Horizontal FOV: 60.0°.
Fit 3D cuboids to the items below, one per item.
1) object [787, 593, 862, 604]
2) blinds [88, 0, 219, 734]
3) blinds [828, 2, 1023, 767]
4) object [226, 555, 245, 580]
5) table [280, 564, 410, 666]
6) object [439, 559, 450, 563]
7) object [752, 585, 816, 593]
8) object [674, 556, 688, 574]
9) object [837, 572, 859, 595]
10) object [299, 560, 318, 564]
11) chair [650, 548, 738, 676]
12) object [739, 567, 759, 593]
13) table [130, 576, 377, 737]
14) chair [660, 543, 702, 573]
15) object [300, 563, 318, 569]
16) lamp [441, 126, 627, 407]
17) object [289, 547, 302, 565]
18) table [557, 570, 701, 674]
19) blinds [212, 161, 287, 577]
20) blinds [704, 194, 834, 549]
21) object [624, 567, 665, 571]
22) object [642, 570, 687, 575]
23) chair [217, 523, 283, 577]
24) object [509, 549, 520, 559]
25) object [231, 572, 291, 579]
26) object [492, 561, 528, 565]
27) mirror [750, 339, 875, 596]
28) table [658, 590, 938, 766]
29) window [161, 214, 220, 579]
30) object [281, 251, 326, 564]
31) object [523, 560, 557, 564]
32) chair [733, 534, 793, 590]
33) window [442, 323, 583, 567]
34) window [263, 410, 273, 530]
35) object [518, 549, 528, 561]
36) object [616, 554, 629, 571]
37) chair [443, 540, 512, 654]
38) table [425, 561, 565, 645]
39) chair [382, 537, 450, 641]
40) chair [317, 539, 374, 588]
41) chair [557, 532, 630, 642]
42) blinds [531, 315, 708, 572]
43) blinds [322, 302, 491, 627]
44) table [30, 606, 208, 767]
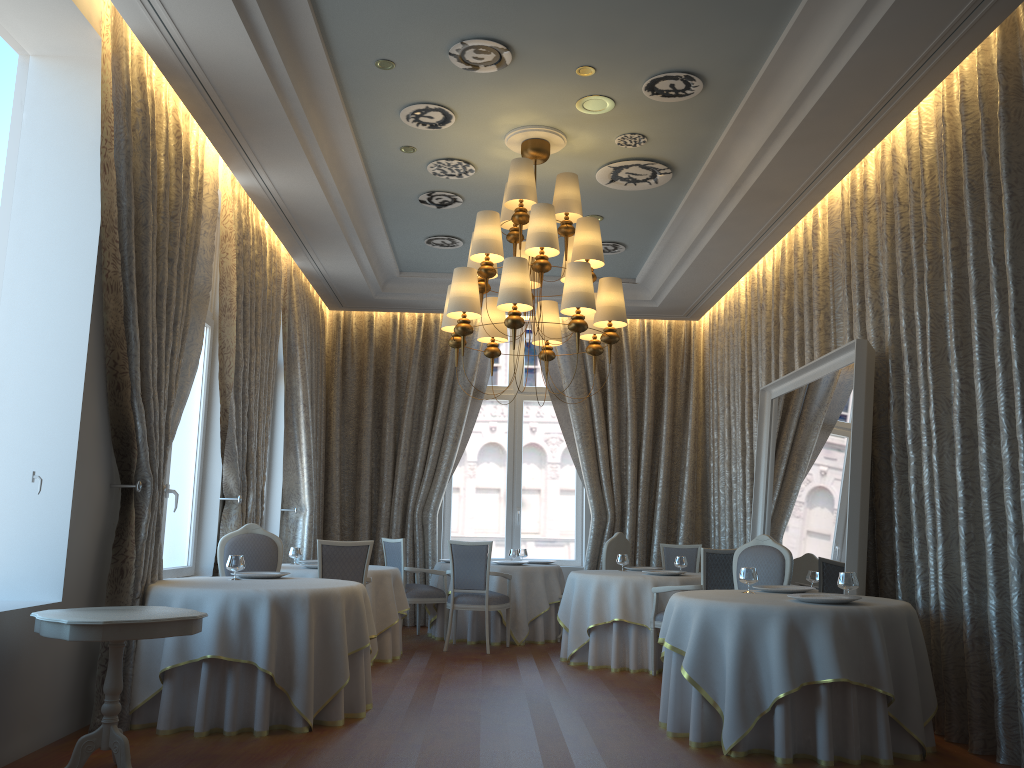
[{"bbox_3d":[1.848,1.271,5.250,0.419,0.036,0.419,2,-9,-3],"label":"object"},{"bbox_3d":[-2.375,-0.257,5.926,0.315,4.930,2.204,2,-9,-2],"label":"blinds"},{"bbox_3d":[2.774,-0.268,5.277,0.238,4.819,4.439,1,-9,-1],"label":"blinds"},{"bbox_3d":[-1.912,1.270,6.133,0.128,0.165,0.128,5,-10,-19],"label":"object"},{"bbox_3d":[-1.828,2.210,8.558,1.667,0.890,1.663,3,-10,-8],"label":"table"},{"bbox_3d":[-0.638,2.057,10.309,0.419,0.036,0.419,2,-9,-3],"label":"object"},{"bbox_3d":[1.872,1.415,6.110,0.419,0.036,0.419,2,-9,-3],"label":"object"},{"bbox_3d":[1.639,1.758,8.600,0.128,0.165,0.128,2,-9,-2],"label":"object"},{"bbox_3d":[2.085,1.253,5.498,0.128,0.165,0.128,2,-9,-2],"label":"object"},{"bbox_3d":[-1.973,1.822,9.070,0.419,0.036,0.419,2,-9,-3],"label":"object"},{"bbox_3d":[1.633,1.980,7.711,0.650,1.108,0.629,7,-11,-31],"label":"chair"},{"bbox_3d":[1.587,1.316,5.946,0.128,0.165,0.128,-4,-11,28],"label":"object"},{"bbox_3d":[-1.751,1.780,5.956,1.663,0.890,1.667,3,-10,-13],"label":"table"},{"bbox_3d":[1.844,2.339,9.843,0.650,1.108,0.629,-2,-10,18],"label":"chair"},{"bbox_3d":[-1.740,1.679,8.179,0.419,0.036,0.419,2,-9,-3],"label":"object"},{"bbox_3d":[0.168,-0.926,6.946,1.373,2.121,1.373,-5,-12,35],"label":"lamp"},{"bbox_3d":[-2.159,1.714,8.839,0.128,0.165,0.128,2,-9,-2],"label":"object"},{"bbox_3d":[1.292,2.290,8.628,1.663,0.890,1.667,-1,-10,12],"label":"table"},{"bbox_3d":[-2.431,0.145,8.352,0.335,4.969,2.257,2,-9,-1],"label":"blinds"},{"bbox_3d":[2.634,0.445,9.589,0.238,4.819,4.439,1,-9,-1],"label":"blinds"},{"bbox_3d":[1.368,1.906,9.137,0.419,0.036,0.419,2,-9,-3],"label":"object"},{"bbox_3d":[1.432,1.774,8.331,0.419,0.036,0.419,2,-9,-3],"label":"object"},{"bbox_3d":[-1.973,1.690,6.786,0.563,1.233,0.690,6,-11,-26],"label":"chair"},{"bbox_3d":[0.024,2.016,10.369,0.128,0.165,0.128,2,-9,-2],"label":"object"},{"bbox_3d":[-1.822,1.387,6.433,0.419,0.036,0.419,2,-9,-3],"label":"object"},{"bbox_3d":[-0.020,2.025,10.038,0.419,0.036,0.419,2,-9,-3],"label":"object"},{"bbox_3d":[2.367,1.123,7.234,0.385,2.564,2.251,2,-9,-2],"label":"mirror"},{"bbox_3d":[1.768,1.800,5.615,1.663,0.890,1.667,3,-10,-13],"label":"table"},{"bbox_3d":[-2.680,-0.099,7.120,0.259,3.306,1.882,2,-9,-2],"label":"window"},{"bbox_3d":[-2.440,0.549,10.504,0.386,4.901,2.121,2,-9,-2],"label":"object"},{"bbox_3d":[0.325,2.113,10.520,0.419,0.036,0.419,2,-9,-3],"label":"object"},{"bbox_3d":[1.694,1.731,6.548,0.690,1.233,0.563,10,-13,-41],"label":"chair"},{"bbox_3d":[0.039,0.776,12.027,1.881,3.306,0.196,2,-9,-2],"label":"window"},{"bbox_3d":[-2.789,0.291,9.485,0.196,3.306,1.881,2,-9,-2],"label":"window"},{"bbox_3d":[0.129,2.089,10.792,0.128,0.165,0.128,2,-9,-2],"label":"object"},{"bbox_3d":[1.121,1.808,8.970,0.128,0.165,0.128,2,-9,-2],"label":"object"},{"bbox_3d":[-0.378,2.193,9.257,0.650,1.108,0.629,-1,-10,13],"label":"chair"},{"bbox_3d":[-0.160,2.551,10.391,1.667,0.890,1.663,-2,-10,17],"label":"table"},{"bbox_3d":[-1.108,2.294,9.963,0.629,1.108,0.650,8,-12,-36],"label":"chair"},{"bbox_3d":[-1.527,1.883,7.542,0.650,1.108,0.629,6,-11,-26],"label":"chair"},{"bbox_3d":[0.935,2.287,9.996,0.690,1.233,0.563,-6,-12,38],"label":"chair"},{"bbox_3d":[1.444,0.779,11.651,2.476,4.901,0.386,2,-9,-2],"label":"blinds"},{"bbox_3d":[-1.430,0.703,11.575,2.535,4.901,0.386,2,-9,-1],"label":"blinds"},{"bbox_3d":[-1.980,1.549,4.407,0.760,0.801,0.761,-6,-12,37],"label":"table"}]
